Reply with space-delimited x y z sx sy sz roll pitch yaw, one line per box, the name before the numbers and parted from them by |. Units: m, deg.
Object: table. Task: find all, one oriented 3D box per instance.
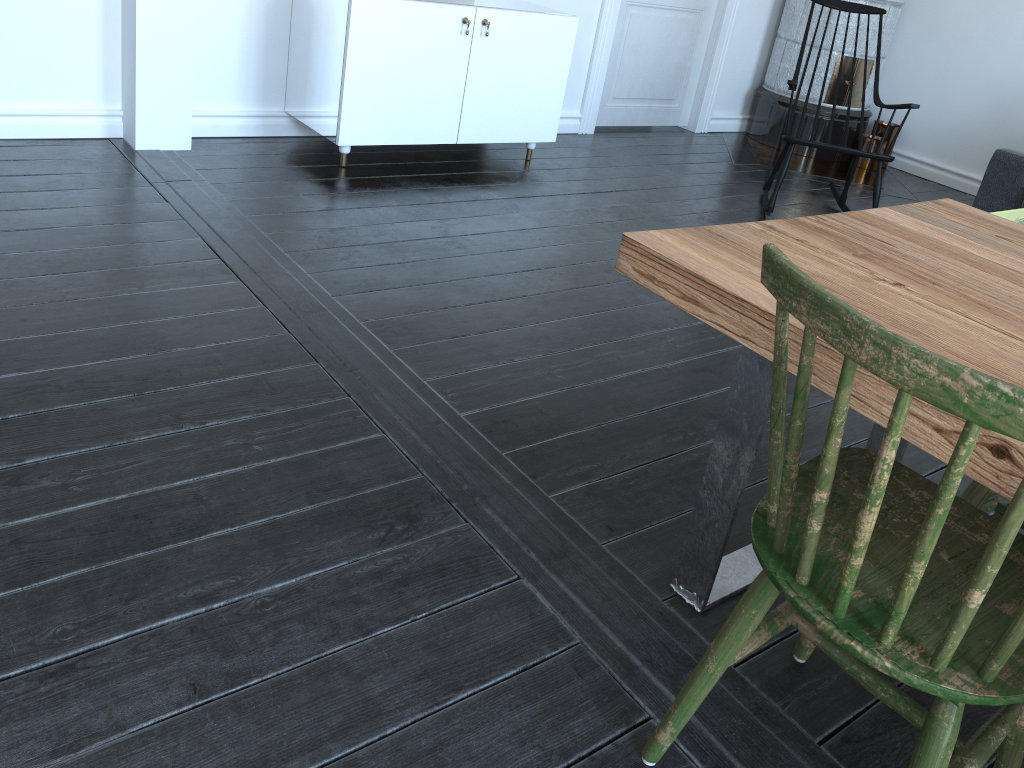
table | 2.323 -0.168 3.022 0.606 0.383 1.451 -10 34 -36
table | 1.165 0.525 1.005 1.027 0.687 2.306 -10 34 -36

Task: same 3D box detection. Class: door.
door | 1.030 -2.687 5.159 1.180 2.371 0.120 -10 31 -38

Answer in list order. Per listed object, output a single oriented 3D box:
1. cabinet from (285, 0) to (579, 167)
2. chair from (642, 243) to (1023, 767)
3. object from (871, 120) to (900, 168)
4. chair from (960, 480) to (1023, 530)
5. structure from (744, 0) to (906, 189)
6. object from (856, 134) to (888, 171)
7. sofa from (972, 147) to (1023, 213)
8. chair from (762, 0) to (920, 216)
cabinet | -0.363 -1.443 4.141 1.212 0.704 0.610 -12 33 -37
chair | 0.518 0.264 1.160 0.490 0.793 0.483 -10 32 -38
object | 2.451 -1.592 5.848 0.177 0.269 0.179 -10 32 -37
chair | 1.106 0.131 1.610 0.490 0.792 0.483 -10 32 -38
structure | 2.202 -2.788 5.319 0.779 2.769 1.323 12 24 3
object | 2.327 -1.505 5.726 0.179 0.191 0.174 30 31 34
sofa | 3.432 -0.573 3.824 1.094 0.693 2.458 -10 34 -36
chair | 1.594 -1.346 4.355 0.613 0.963 0.945 12 26 3
